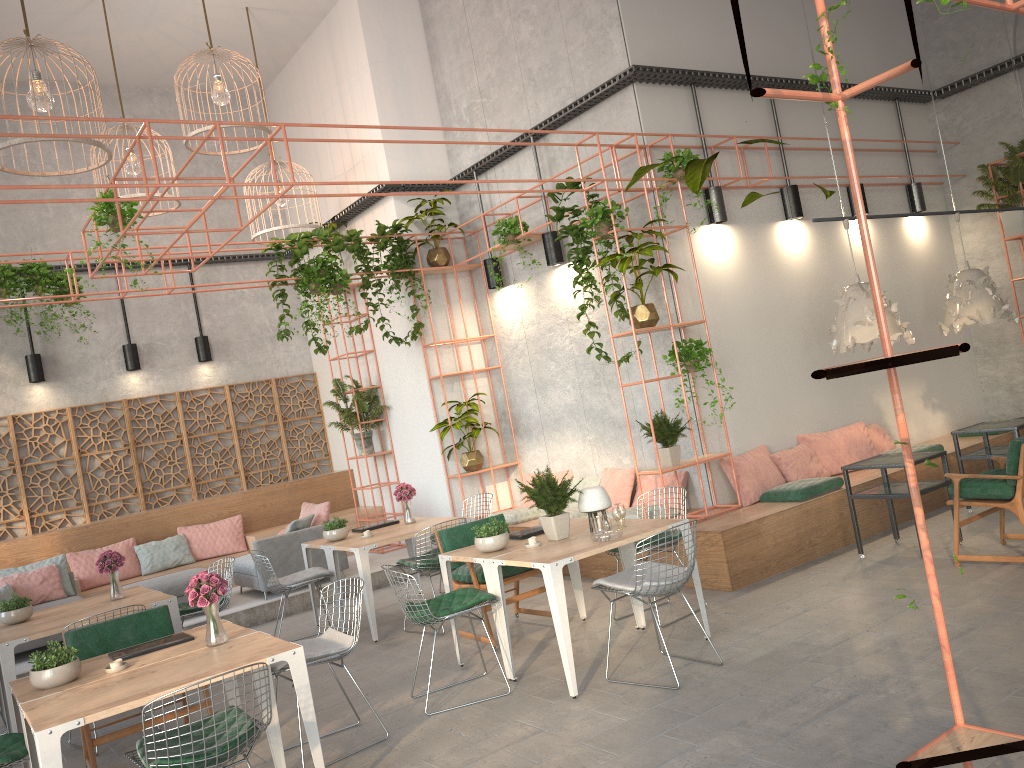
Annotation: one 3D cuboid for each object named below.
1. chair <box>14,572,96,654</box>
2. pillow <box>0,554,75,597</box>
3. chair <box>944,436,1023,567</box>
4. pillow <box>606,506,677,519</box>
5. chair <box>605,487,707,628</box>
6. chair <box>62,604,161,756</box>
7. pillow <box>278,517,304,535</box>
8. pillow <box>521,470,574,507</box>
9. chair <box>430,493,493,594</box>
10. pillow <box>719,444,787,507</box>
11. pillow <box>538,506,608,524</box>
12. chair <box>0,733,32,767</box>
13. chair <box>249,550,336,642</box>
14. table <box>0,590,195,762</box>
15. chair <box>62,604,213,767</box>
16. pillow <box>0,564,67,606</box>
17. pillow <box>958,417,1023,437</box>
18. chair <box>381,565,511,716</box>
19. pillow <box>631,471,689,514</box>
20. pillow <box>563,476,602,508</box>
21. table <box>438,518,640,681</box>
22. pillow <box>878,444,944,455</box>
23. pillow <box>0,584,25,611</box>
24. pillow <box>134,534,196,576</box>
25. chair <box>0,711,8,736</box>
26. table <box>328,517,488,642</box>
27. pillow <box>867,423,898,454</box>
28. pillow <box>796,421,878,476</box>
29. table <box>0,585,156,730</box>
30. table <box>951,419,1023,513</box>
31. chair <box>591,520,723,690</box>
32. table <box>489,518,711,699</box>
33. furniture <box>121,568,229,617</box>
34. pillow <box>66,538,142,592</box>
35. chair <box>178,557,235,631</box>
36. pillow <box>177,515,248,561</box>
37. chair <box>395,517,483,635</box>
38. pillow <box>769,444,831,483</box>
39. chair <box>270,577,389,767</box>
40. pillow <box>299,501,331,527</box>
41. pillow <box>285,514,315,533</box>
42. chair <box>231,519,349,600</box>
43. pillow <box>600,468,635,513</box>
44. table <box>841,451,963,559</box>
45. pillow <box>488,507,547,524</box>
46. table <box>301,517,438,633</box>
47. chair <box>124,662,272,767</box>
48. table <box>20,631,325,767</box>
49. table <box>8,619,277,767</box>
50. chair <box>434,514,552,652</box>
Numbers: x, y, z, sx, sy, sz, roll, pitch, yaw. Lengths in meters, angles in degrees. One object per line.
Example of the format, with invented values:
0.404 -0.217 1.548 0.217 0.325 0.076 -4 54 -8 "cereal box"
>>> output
-5.054 2.414 9.272 1.127 0.586 1.056 -10 -1 -34 "chair"
-5.268 2.186 9.665 0.839 0.474 0.276 -10 -1 -34 "pillow"
3.765 0.845 6.675 0.722 0.929 0.685 -10 -1 -34 "chair"
1.199 1.275 8.545 0.491 0.149 0.637 -10 -1 -33 "pillow"
1.082 1.337 6.923 0.717 0.941 0.565 -10 -1 -33 "chair"
-2.900 2.064 6.357 0.565 0.941 0.717 -10 -1 -38 "chair"
-2.699 1.799 10.716 0.479 0.317 0.441 -11 -1 37 "pillow"
0.408 1.271 10.431 0.276 0.474 0.839 -9 -2 -44 "pillow"
-0.478 1.675 9.252 0.717 0.941 0.565 -10 -1 -33 "chair"
2.355 0.873 8.575 0.839 0.474 0.276 -9 -2 -44 "pillow"
0.637 1.397 9.384 0.491 0.149 0.637 -10 -1 -33 "pillow"
-2.679 1.980 4.281 0.717 0.941 0.565 -10 -1 -18 "chair"
-1.984 1.933 8.197 0.717 0.941 0.565 -10 -1 -18 "chair"
-3.186 2.171 6.762 1.214 0.830 0.694 -10 -1 -34 "table"
-2.370 1.955 5.619 0.722 0.917 0.685 -10 -1 -34 "chair"
-5.190 2.201 9.533 0.666 0.385 0.289 -10 -1 -34 "pillow"
5.559 0.502 10.262 0.637 0.149 0.491 -10 -1 -33 "pillow"
-0.424 1.595 5.868 0.717 0.941 0.565 -10 -1 -18 "chair"
1.463 1.091 8.831 0.289 0.385 0.666 -10 -2 -39 "pillow"
0.755 1.245 9.888 0.289 0.385 0.666 -10 -2 -39 "pillow"
0.211 1.536 6.549 1.205 0.830 0.694 -10 -1 -34 "table"
4.118 0.748 9.261 0.637 0.149 0.491 -10 -1 -33 "pillow"
-5.208 2.247 9.151 0.307 0.324 0.499 -11 -1 1 "pillow"
-4.394 2.155 11.217 0.666 0.385 0.289 -10 -2 -39 "pillow"
-4.209 2.313 6.651 0.717 0.941 0.565 -10 -1 -18 "chair"
-0.960 1.790 8.305 1.214 0.830 0.694 -10 -1 -34 "table"
3.940 0.648 9.643 0.666 0.385 0.289 -10 -2 -39 "pillow"
3.421 0.690 9.263 0.839 0.474 0.276 -10 -1 -14 "pillow"
-3.573 2.255 7.332 1.205 0.830 0.694 -10 -1 -34 "table"
4.697 0.778 8.438 0.602 0.798 0.635 -10 -1 -34 "table"
0.885 1.346 5.573 0.565 0.941 0.717 -10 -1 -38 "chair"
0.600 1.452 5.976 1.214 0.830 0.694 -10 -1 -34 "table"
-3.768 2.345 9.781 0.975 0.446 0.941 -10 -1 -34 "furniture"
-4.960 2.206 10.856 0.839 0.474 0.276 -9 -2 -44 "pillow"
-2.703 2.056 7.707 0.717 0.941 0.565 -10 -1 -33 "chair"
-3.918 2.027 11.579 0.839 0.474 0.276 -10 -1 -14 "pillow"
-0.675 1.684 7.902 0.565 0.941 0.717 -10 -1 -38 "chair"
2.898 0.826 8.919 0.666 0.385 0.289 -10 -2 -39 "pillow"
-1.173 1.722 5.336 0.717 0.941 0.565 -10 -1 -33 "chair"
-2.428 1.684 10.771 0.273 0.476 0.836 -10 -1 -34 "pillow"
-2.498 1.734 10.314 0.308 0.349 0.495 -11 -1 15 "pillow"
-2.643 2.036 10.448 1.052 0.672 1.127 -10 -1 -34 "chair"
1.081 1.124 9.350 0.276 0.474 0.839 -10 -1 -14 "pillow"
3.270 1.022 7.447 0.602 0.798 0.635 -10 -1 -34 "table"
0.058 1.522 10.249 0.491 0.149 0.637 -10 -1 -33 "pillow"
-1.348 1.874 8.877 1.205 0.830 0.694 -10 -1 -34 "table"
-1.370 1.731 3.986 0.565 0.941 0.717 -10 -1 -38 "chair"
-1.653 1.849 4.389 1.214 0.830 0.694 -10 -1 -34 "table"
-2.041 1.934 4.961 1.205 0.830 0.694 -10 -1 -34 "table"
-0.115 1.570 7.206 0.722 0.917 0.685 -10 -1 -34 "chair"
